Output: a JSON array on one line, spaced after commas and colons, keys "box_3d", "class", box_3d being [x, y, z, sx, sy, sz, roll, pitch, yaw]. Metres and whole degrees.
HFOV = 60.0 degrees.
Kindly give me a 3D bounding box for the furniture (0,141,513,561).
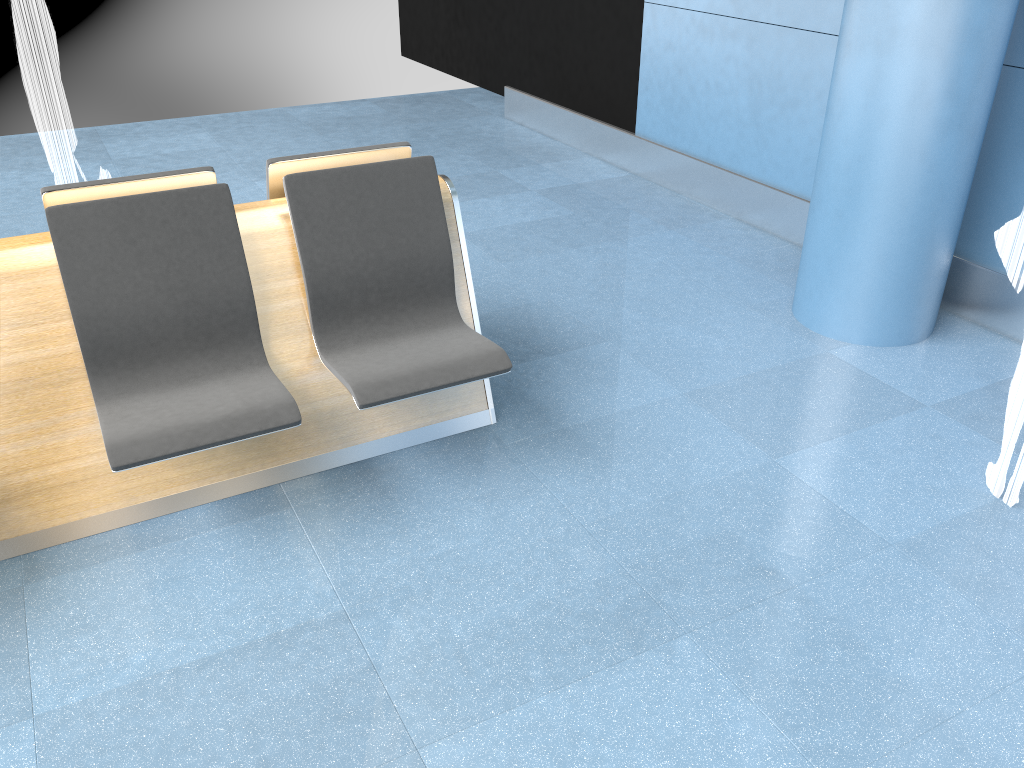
[{"box_3d": [-1.232, -0.151, 2.721, 2.281, 0.896, 1.301, -15, 33, -24], "class": "furniture"}]
